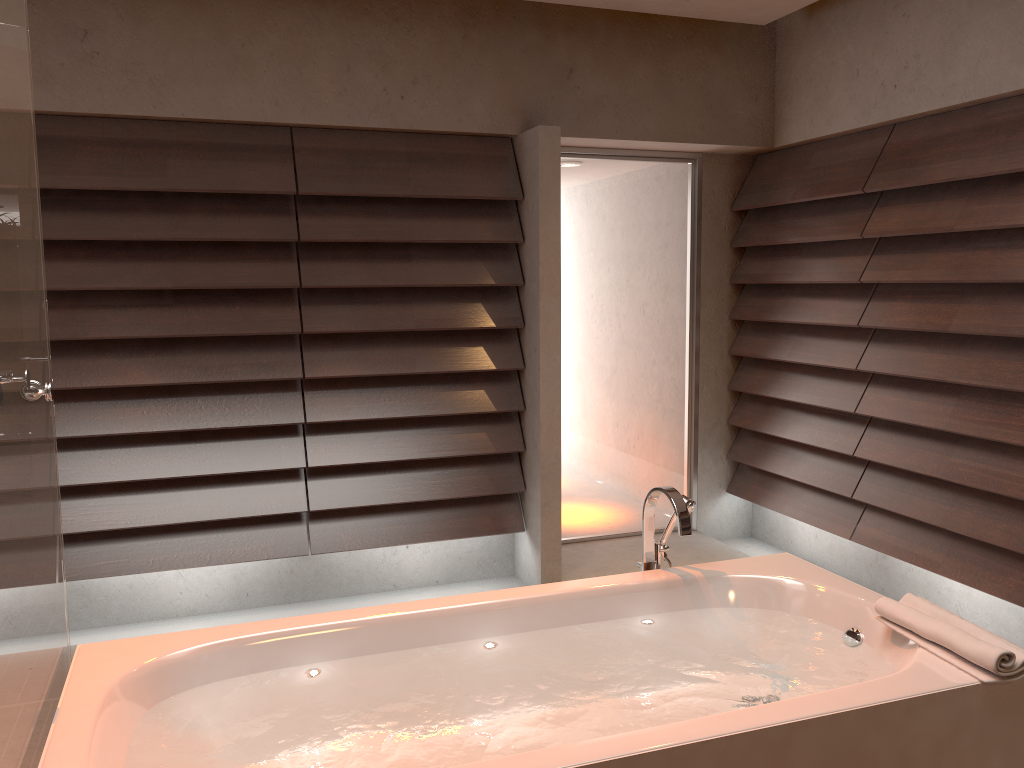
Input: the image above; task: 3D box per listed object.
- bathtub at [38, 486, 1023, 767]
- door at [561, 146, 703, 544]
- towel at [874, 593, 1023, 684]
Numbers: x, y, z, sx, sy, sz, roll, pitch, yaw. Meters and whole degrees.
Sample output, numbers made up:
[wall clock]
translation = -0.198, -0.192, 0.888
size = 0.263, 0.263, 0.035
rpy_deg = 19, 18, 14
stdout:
[bathtub]
translation = 0.052, 0.731, 2.065
size = 2.000, 0.761, 0.994
rpy_deg = -3, 7, -19
[door]
translation = 0.505, -0.183, 4.570
size = 1.007, 2.000, 0.090
rpy_deg = -3, 7, -19
[towel]
translation = 1.015, 0.569, 2.041
size = 0.159, 0.068, 0.396
rpy_deg = -2, 7, -14
